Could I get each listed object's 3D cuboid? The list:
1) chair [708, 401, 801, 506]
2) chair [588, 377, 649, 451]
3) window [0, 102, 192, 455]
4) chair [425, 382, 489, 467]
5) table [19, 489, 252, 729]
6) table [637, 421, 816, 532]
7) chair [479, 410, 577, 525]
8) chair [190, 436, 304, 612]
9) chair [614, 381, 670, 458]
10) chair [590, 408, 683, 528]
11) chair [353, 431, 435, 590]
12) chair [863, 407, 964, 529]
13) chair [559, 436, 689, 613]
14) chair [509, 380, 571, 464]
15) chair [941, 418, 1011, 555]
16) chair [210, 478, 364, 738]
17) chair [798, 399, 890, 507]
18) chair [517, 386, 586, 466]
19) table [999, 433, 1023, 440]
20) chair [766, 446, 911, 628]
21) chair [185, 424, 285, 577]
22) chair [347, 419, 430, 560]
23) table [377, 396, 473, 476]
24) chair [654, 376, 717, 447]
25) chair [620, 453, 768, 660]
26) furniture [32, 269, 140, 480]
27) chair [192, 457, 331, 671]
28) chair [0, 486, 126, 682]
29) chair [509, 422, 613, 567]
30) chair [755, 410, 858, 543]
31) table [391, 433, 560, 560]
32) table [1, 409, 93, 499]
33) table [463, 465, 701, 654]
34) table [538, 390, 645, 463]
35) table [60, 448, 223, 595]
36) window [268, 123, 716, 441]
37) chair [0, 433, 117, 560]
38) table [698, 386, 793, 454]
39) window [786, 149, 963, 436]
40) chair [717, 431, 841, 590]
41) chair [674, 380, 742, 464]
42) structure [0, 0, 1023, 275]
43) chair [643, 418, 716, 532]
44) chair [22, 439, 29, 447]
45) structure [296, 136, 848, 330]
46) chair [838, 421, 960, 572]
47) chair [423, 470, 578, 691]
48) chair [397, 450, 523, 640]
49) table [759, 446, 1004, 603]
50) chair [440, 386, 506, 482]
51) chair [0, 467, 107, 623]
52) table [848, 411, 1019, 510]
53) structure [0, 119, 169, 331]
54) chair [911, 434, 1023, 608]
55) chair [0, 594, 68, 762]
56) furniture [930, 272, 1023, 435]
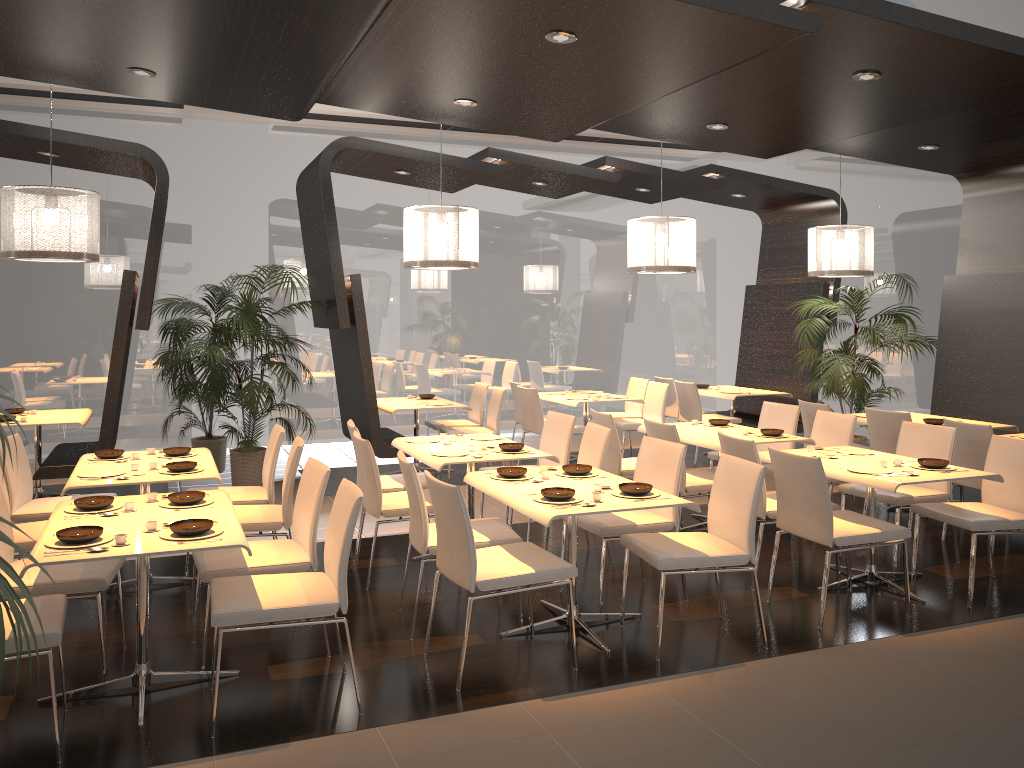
[{"bbox_3d":[1.985,0.602,7.193,0.605,0.869,0.484,-1,1,-24],"label":"chair"},{"bbox_3d":[1.219,0.377,10.080,0.605,0.874,0.484,-1,1,-19],"label":"chair"},{"bbox_3d":[-6.626,-1.114,9.028,6.581,3.979,0.070,-1,0,-22],"label":"window"},{"bbox_3d":[-0.572,0.435,9.342,0.605,0.874,0.484,-1,1,-19],"label":"chair"},{"bbox_3d":[-1.584,0.945,3.789,0.800,0.725,1.150,-1,3,-22],"label":"table"},{"bbox_3d":[1.698,0.715,6.711,1.053,0.725,1.150,-1,3,-22],"label":"table"},{"bbox_3d":[0.127,0.661,6.444,0.605,0.869,0.484,-1,1,-24],"label":"chair"},{"bbox_3d":[-1.501,0.769,5.070,0.605,0.869,0.484,0,1,-14],"label":"chair"},{"bbox_3d":[1.339,0.425,9.444,0.605,0.869,0.484,-1,1,-19],"label":"chair"},{"bbox_3d":[0.931,0.635,6.778,0.605,0.869,0.484,0,1,-14],"label":"chair"},{"bbox_3d":[-0.665,0.738,5.459,0.605,0.869,0.484,-1,1,-19],"label":"chair"},{"bbox_3d":[3.136,0.625,6.932,0.605,0.874,0.484,-1,1,-24],"label":"chair"},{"bbox_3d":[0.645,0.773,5.044,0.605,0.874,0.484,-1,1,-24],"label":"chair"},{"bbox_3d":[0.290,0.401,9.743,0.605,0.869,0.484,0,1,-14],"label":"chair"},{"bbox_3d":[3.380,0.685,6.136,0.605,0.869,0.484,0,1,-14],"label":"chair"},{"bbox_3d":[-0.934,0.881,3.674,0.605,0.874,0.484,-1,1,-19],"label":"chair"},{"bbox_3d":[2.792,0.579,7.508,0.605,0.874,0.484,0,1,-14],"label":"chair"},{"bbox_3d":[0.394,0.458,9.049,0.605,0.874,0.484,-1,1,-24],"label":"chair"},{"bbox_3d":[4.029,0.770,6.022,0.800,0.725,1.150,-1,3,-22],"label":"table"},{"bbox_3d":[1.757,0.791,4.821,0.605,0.874,0.484,-1,1,-19],"label":"chair"},{"bbox_3d":[-1.763,0.724,5.641,0.605,0.869,0.484,-1,1,-19],"label":"chair"},{"bbox_3d":[-0.821,0.691,6.056,0.605,0.869,0.484,0,1,-14],"label":"chair"},{"bbox_3d":[-0.960,0.544,8.886,0.800,0.725,1.150,-1,3,-22],"label":"table"},{"bbox_3d":[2.026,0.348,10.413,0.605,0.869,0.484,-1,1,-19],"label":"chair"},{"bbox_3d":[0.908,0.821,4.404,0.605,0.869,0.484,0,1,-14],"label":"chair"},{"bbox_3d":[-3.691,-0.141,7.762,0.757,1.674,1.404,0,2,-22],"label":"furniture"},{"bbox_3d":[-1.196,0.836,4.245,0.605,0.874,0.484,-1,1,-24],"label":"chair"},{"bbox_3d":[-2.092,0.857,3.954,0.605,0.869,0.484,0,1,-14],"label":"chair"},{"bbox_3d":[0.319,0.716,5.776,0.605,0.874,0.484,0,1,-14],"label":"chair"},{"bbox_3d":[2.177,0.655,6.523,0.605,0.869,0.484,-1,1,-19],"label":"chair"},{"bbox_3d":[-0.277,0.778,5.915,0.800,0.725,1.150,-1,3,-22],"label":"table"},{"bbox_3d":[-4.081,0.644,7.616,0.800,0.725,1.150,-1,3,-22],"label":"table"},{"bbox_3d":[0.312,0.886,4.544,0.800,0.725,1.150,-1,3,-22],"label":"table"},{"bbox_3d":[0.799,0.490,9.578,0.800,0.725,1.150,-1,3,-22],"label":"table"},{"bbox_3d":[-2.151,0.835,5.185,0.800,0.725,1.150,-1,3,-22],"label":"table"},{"bbox_3d":[0.057,-1.325,11.705,6.581,3.979,0.070,-1,0,-22],"label":"window"},{"bbox_3d":[-2.746,0.749,5.324,0.605,0.869,0.484,0,1,-14],"label":"chair"},{"bbox_3d":[2.567,0.435,10.279,0.800,0.725,1.150,-1,3,-22],"label":"table"},{"bbox_3d":[5.070,-1.155,9.543,0.070,3.974,6.594,0,3,-22],"label":"window"},{"bbox_3d":[1.613,0.743,5.430,0.605,0.874,0.484,0,1,-14],"label":"chair"},{"bbox_3d":[2.146,0.401,9.777,0.605,0.874,0.484,-1,1,-19],"label":"chair"},{"bbox_3d":[0.027,-1.146,5.223,10.664,1.736,2.907,-2,4,-22],"label":"structure"},{"bbox_3d":[1.264,0.684,6.174,0.605,0.874,0.484,-1,1,-19],"label":"chair"},{"bbox_3d":[-4.622,0.558,7.750,0.605,0.869,0.484,-1,1,-19],"label":"chair"},{"bbox_3d":[0.788,-1.482,9.556,5.934,1.727,1.404,-2,2,-22],"label":"structure"},{"bbox_3d":[2.549,0.713,5.807,0.605,0.874,0.484,-1,1,-24],"label":"chair"},{"bbox_3d":[-0.076,0.846,4.088,0.605,0.869,0.484,-1,1,-24],"label":"chair"},{"bbox_3d":[-0.293,0.802,4.648,0.605,0.869,0.484,0,1,-14],"label":"chair"},{"bbox_3d":[2.145,0.828,5.278,0.800,0.725,1.150,-1,3,-22],"label":"table"},{"bbox_3d":[-0.377,0.480,8.736,0.605,0.869,0.484,0,1,-14],"label":"chair"},{"bbox_3d":[-2.479,0.799,4.685,0.605,0.869,0.484,-1,1,-24],"label":"chair"},{"bbox_3d":[3.442,0.662,7.393,0.800,0.725,1.150,-1,3,-22],"label":"table"},{"bbox_3d":[-5.860,-1.272,6.892,5.934,1.727,1.404,-2,2,-22],"label":"structure"},{"bbox_3d":[2.741,0.766,5.138,0.605,0.874,0.484,0,1,-14],"label":"chair"},{"bbox_3d":[-1.988,0.911,3.260,0.605,0.869,0.484,-1,1,-24],"label":"chair"},{"bbox_3d":[4.391,-0.079,6.971,0.757,1.673,2.907,0,3,-22],"label":"furniture"}]
